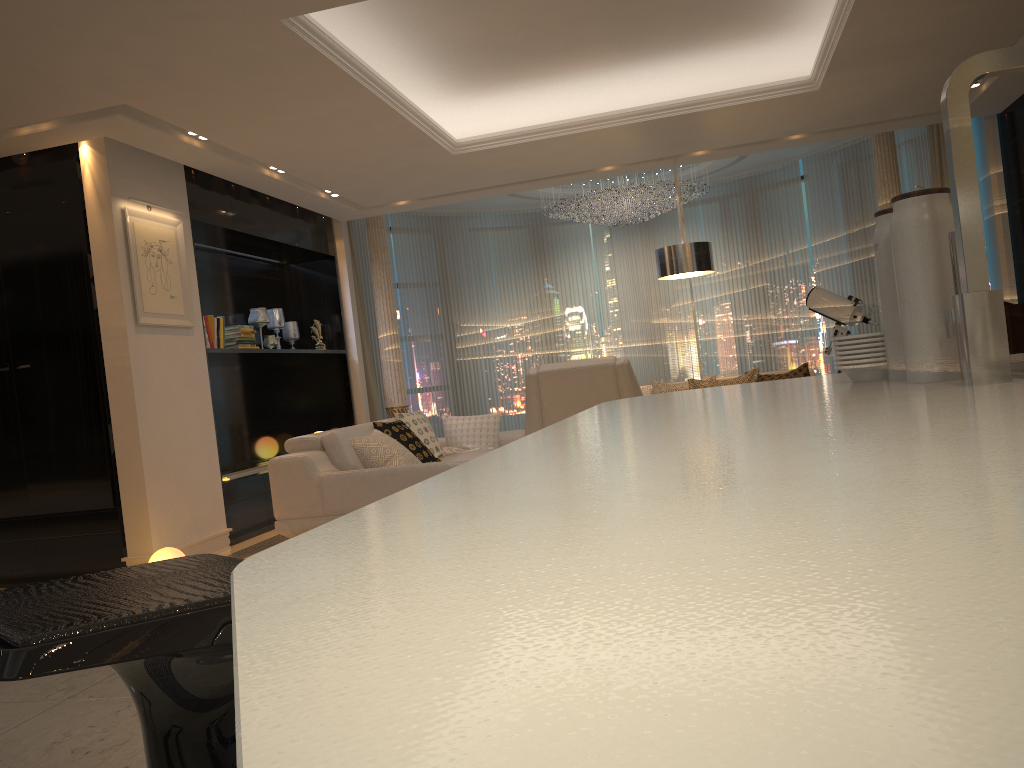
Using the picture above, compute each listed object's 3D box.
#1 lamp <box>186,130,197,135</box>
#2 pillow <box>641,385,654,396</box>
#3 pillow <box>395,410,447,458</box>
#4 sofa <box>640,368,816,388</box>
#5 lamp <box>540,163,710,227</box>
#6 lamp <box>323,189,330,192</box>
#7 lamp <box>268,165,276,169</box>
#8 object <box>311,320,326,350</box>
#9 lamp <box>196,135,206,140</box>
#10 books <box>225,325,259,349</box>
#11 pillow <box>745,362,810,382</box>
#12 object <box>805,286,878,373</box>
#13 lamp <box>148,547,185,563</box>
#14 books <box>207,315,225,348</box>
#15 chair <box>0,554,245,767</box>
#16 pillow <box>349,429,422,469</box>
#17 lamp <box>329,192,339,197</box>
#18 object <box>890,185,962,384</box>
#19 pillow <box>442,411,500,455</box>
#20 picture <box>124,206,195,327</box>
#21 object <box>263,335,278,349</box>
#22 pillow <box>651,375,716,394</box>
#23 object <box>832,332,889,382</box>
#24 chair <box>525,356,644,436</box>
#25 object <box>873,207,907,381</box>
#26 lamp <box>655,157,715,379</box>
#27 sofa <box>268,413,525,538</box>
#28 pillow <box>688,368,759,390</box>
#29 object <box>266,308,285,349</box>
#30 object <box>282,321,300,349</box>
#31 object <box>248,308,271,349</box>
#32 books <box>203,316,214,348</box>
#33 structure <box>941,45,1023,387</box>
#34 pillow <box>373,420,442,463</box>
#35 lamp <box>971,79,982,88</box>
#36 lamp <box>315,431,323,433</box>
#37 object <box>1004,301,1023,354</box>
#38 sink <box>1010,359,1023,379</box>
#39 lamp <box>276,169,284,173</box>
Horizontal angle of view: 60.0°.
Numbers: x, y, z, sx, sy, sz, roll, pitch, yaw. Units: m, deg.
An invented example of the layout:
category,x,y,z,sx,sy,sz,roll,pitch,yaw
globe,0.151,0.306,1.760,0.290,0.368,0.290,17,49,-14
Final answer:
category,x,y,z,sx,sy,sz,roll,pitch,yaw
lamp,-1.959,-1.597,5.452,0.107,0.127,0.107,-7,0,24
pillow,1.020,0.201,7.262,0.463,0.380,0.222,-7,0,17
pillow,-0.659,0.385,6.664,0.255,0.399,0.526,-7,0,13
sofa,1.548,0.345,7.090,2.328,0.754,1.145,-7,0,13
lamp,1.230,-2.083,9.731,2.109,0.685,2.109,-7,0,-32
lamp,-1.525,-1.660,7.376,0.107,0.127,0.107,-7,0,-6
lamp,-1.732,-1.630,6.456,0.107,0.127,0.107,-7,0,24
object,-1.812,-0.450,8.280,0.116,0.293,0.182,-7,0,10
lamp,-1.934,-1.601,5.564,0.107,0.127,0.107,-7,0,24
books,-2.186,-0.351,7.036,0.260,0.197,0.296,-7,0,15
pillow,2.088,0.071,6.946,0.575,0.436,0.301,-6,1,44
object,3.062,-0.200,8.142,0.616,1.471,0.570,-7,0,19
lamp,-1.966,1.042,5.067,0.213,0.214,0.212,-7,0,-38
books,-2.264,-0.369,6.598,0.212,0.261,0.210,-7,0,13
chair,-0.312,0.585,0.900,0.380,0.789,0.380,-7,1,-45
pillow,-0.803,0.457,5.760,0.351,0.329,0.521,-7,0,13
lamp,-1.500,-1.652,7.503,0.107,0.127,0.107,-7,0,-6
object,0.467,-0.113,0.990,0.071,0.219,0.071,-7,0,-11
pillow,-0.345,0.374,6.890,0.521,0.325,0.281,-7,0,22
picture,-2.269,-0.735,5.719,0.027,0.729,0.610,-7,0,13
object,-2.086,-0.343,7.668,0.119,0.154,0.119,-7,0,23
pillow,1.412,0.154,7.202,0.587,0.429,0.288,-7,0,-12
object,0.488,-0.037,1.184,0.111,0.062,0.111,-6,0,34
chair,0.426,0.375,4.273,1.027,0.991,0.983,-7,0,12
object,0.491,-0.116,1.094,0.071,0.219,0.071,-7,0,4
lamp,1.423,-0.529,6.975,0.393,2.519,2.009,-7,0,13
sofa,-0.634,0.606,6.259,1.145,0.754,2.328,-7,0,13
pillow,1.704,0.116,7.059,0.575,0.436,0.301,-7,0,19
object,-2.130,-0.464,8.043,0.156,0.426,0.156,-7,0,18
object,-2.061,-0.419,8.294,0.147,0.317,0.147,-7,0,15
object,-2.139,-0.450,7.543,0.181,0.381,0.181,-7,0,7
books,-2.311,-0.366,6.371,0.208,0.270,0.240,-7,0,13
structure,0.510,-0.163,0.856,0.177,0.310,0.089,-7,0,13
pillow,-0.716,0.409,6.208,0.323,0.355,0.524,-7,0,13
lamp,3.362,-2.228,6.458,0.107,0.127,0.107,-7,0,-6
lamp,-1.827,0.556,8.461,0.212,0.214,0.213,-7,0,-27
object,3.849,-0.112,6.861,0.468,1.127,0.285,-7,0,13
sink,0.733,0.040,0.785,0.485,0.152,0.738,-7,0,13
lamp,-1.706,-1.634,6.575,0.107,0.127,0.107,-7,0,-6
